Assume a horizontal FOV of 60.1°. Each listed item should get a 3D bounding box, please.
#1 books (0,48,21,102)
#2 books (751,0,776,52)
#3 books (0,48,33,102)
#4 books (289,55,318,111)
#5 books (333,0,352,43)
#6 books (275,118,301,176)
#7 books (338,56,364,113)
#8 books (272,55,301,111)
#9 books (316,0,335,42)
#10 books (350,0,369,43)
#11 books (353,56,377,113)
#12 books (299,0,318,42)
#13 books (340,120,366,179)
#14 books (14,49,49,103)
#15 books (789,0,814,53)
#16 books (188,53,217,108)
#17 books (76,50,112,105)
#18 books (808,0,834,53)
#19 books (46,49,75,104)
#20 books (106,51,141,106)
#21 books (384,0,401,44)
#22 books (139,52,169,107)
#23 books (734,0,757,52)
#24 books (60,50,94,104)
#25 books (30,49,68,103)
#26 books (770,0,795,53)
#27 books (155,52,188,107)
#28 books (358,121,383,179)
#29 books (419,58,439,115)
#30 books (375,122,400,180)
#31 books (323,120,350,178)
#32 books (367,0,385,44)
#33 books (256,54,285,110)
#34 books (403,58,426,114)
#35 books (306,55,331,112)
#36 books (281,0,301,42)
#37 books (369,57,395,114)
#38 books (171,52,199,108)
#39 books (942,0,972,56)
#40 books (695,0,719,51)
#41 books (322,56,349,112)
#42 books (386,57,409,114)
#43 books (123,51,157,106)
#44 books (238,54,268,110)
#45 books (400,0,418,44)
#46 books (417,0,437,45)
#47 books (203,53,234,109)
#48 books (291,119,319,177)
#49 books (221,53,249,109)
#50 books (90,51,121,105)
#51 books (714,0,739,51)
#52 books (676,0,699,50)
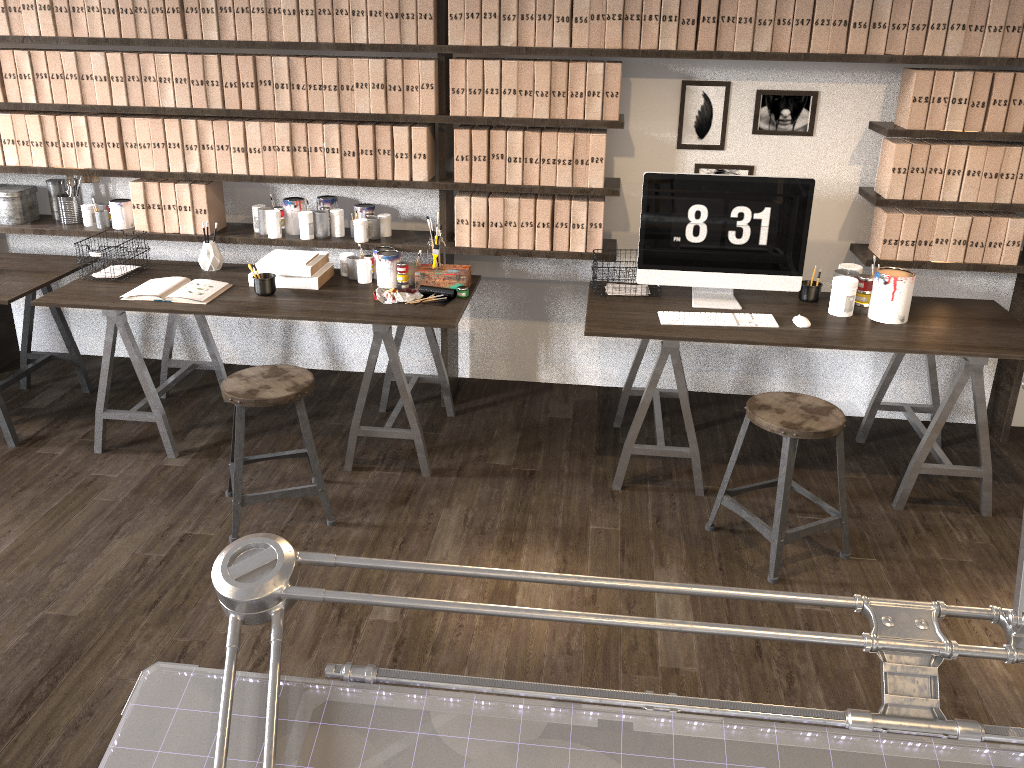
[{"bbox_3d":[-2.204,-1.342,3.858,0.067,0.222,0.177,3,22,6],"label":"books"},{"bbox_3d":[0.971,-1.412,3.445,0.067,0.222,0.177,3,22,6],"label":"books"},{"bbox_3d":[-2.129,-1.339,3.856,0.067,0.222,0.177,3,22,6],"label":"books"},{"bbox_3d":[-0.870,-1.263,3.730,0.067,0.222,0.177,3,22,6],"label":"books"},{"bbox_3d":[-0.671,-1.507,3.615,0.067,0.222,0.177,3,22,6],"label":"books"},{"bbox_3d":[-0.953,-1.023,3.824,0.067,0.222,0.177,3,22,6],"label":"books"},{"bbox_3d":[-0.666,-1.251,3.708,0.067,0.221,0.177,3,22,6],"label":"books"},{"bbox_3d":[-0.940,-1.266,3.733,0.067,0.222,0.177,3,22,6],"label":"books"},{"bbox_3d":[-0.740,-1.510,3.620,0.067,0.222,0.177,3,22,6],"label":"books"},{"bbox_3d":[-0.602,-1.501,3.605,0.067,0.222,0.177,3,22,6],"label":"books"},{"bbox_3d":[-0.604,-1.246,3.701,0.067,0.221,0.177,3,22,6],"label":"books"},{"bbox_3d":[-0.811,-1.513,3.624,0.067,0.222,0.177,3,22,6],"label":"books"},{"bbox_3d":[-0.674,-1.009,3.802,0.067,0.222,0.177,3,22,6],"label":"books"},{"bbox_3d":[-2.059,-1.333,3.845,0.067,0.222,0.177,3,22,6],"label":"books"},{"bbox_3d":[1.110,-1.404,3.433,0.067,0.222,0.177,3,22,6],"label":"books"},{"bbox_3d":[-1.298,-1.286,3.767,0.067,0.222,0.177,3,22,6],"label":"books"},{"bbox_3d":[-1.784,-1.318,3.820,0.067,0.221,0.177,3,22,6],"label":"books"},{"bbox_3d":[1.184,-1.400,3.425,0.067,0.221,0.177,3,22,6],"label":"books"},{"bbox_3d":[-1.917,-1.326,3.835,0.067,0.222,0.177,3,22,6],"label":"books"},{"bbox_3d":[-1.650,-1.308,3.803,0.067,0.222,0.177,3,22,6],"label":"books"},{"bbox_3d":[-0.464,-1.491,3.588,0.067,0.222,0.177,3,22,6],"label":"books"},{"bbox_3d":[-1.510,-1.302,3.795,0.067,0.222,0.177,3,22,6],"label":"books"},{"bbox_3d":[0.899,-1.415,3.449,0.067,0.222,0.177,3,22,6],"label":"books"},{"bbox_3d":[-1.851,-1.320,3.822,0.067,0.222,0.177,3,22,6],"label":"books"},{"bbox_3d":[-1.988,-1.331,3.842,0.067,0.222,0.177,3,22,6],"label":"books"},{"bbox_3d":[1.041,-1.409,3.442,0.067,0.222,0.177,3,22,6],"label":"books"},{"bbox_3d":[-1.441,-1.296,3.784,0.067,0.222,0.177,3,22,6],"label":"books"},{"bbox_3d":[-0.601,-1.002,3.790,0.067,0.222,0.177,3,22,6],"label":"books"},{"bbox_3d":[-0.334,-1.229,3.671,0.067,0.222,0.177,3,22,6],"label":"books"},{"bbox_3d":[-0.526,-1.000,3.787,0.067,0.221,0.177,3,22,6],"label":"books"},{"bbox_3d":[-0.746,-1.011,3.805,0.067,0.222,0.177,3,22,6],"label":"books"},{"bbox_3d":[-0.530,-1.495,3.594,0.067,0.222,0.177,3,22,6],"label":"books"},{"bbox_3d":[-1.011,-1.272,3.745,0.067,0.222,0.177,3,22,6],"label":"books"},{"bbox_3d":[-0.398,-1.235,3.684,0.067,0.222,0.177,3,22,6],"label":"books"},{"bbox_3d":[-0.799,-1.259,3.723,0.067,0.222,0.177,3,22,6],"label":"books"},{"bbox_3d":[-0.882,-1.518,3.633,0.067,0.221,0.177,3,22,6],"label":"books"},{"bbox_3d":[-0.538,-1.241,3.692,0.067,0.222,0.177,3,22,6],"label":"books"},{"bbox_3d":[-1.370,-1.291,3.774,0.067,0.222,0.177,3,22,6],"label":"books"},{"bbox_3d":[1.671,-1.370,3.376,0.067,0.221,0.177,3,22,6],"label":"books"},{"bbox_3d":[0.760,-1.424,3.464,0.067,0.222,0.177,3,22,6],"label":"books"},{"bbox_3d":[-0.733,-1.253,3.711,0.067,0.222,0.177,3,22,6],"label":"books"},{"bbox_3d":[-0.468,-1.239,3.689,0.067,0.222,0.177,3,22,6],"label":"books"},{"bbox_3d":[-1.580,-1.306,3.800,0.067,0.222,0.177,3,22,6],"label":"books"},{"bbox_3d":[-1.086,-1.274,3.747,0.067,0.222,0.177,3,22,6],"label":"books"},{"bbox_3d":[-0.401,-1.489,3.585,0.067,0.221,0.177,3,22,6],"label":"books"},{"bbox_3d":[-0.331,-1.486,3.579,0.067,0.222,0.177,3,22,6],"label":"books"},{"bbox_3d":[-1.234,-1.284,3.765,0.067,0.221,0.177,3,22,6],"label":"books"},{"bbox_3d":[-0.886,-1.022,3.823,0.067,0.222,0.177,3,22,6],"label":"books"},{"bbox_3d":[-1.159,-1.281,3.759,0.067,0.221,0.177,3,22,6],"label":"books"},{"bbox_3d":[-1.722,-1.313,3.812,0.067,0.221,0.177,3,22,6],"label":"books"},{"bbox_3d":[0.834,-1.421,3.462,0.067,0.221,0.177,3,22,6],"label":"books"},{"bbox_3d":[0.686,-1.430,3.477,0.067,0.222,0.177,3,22,6],"label":"books"}]
